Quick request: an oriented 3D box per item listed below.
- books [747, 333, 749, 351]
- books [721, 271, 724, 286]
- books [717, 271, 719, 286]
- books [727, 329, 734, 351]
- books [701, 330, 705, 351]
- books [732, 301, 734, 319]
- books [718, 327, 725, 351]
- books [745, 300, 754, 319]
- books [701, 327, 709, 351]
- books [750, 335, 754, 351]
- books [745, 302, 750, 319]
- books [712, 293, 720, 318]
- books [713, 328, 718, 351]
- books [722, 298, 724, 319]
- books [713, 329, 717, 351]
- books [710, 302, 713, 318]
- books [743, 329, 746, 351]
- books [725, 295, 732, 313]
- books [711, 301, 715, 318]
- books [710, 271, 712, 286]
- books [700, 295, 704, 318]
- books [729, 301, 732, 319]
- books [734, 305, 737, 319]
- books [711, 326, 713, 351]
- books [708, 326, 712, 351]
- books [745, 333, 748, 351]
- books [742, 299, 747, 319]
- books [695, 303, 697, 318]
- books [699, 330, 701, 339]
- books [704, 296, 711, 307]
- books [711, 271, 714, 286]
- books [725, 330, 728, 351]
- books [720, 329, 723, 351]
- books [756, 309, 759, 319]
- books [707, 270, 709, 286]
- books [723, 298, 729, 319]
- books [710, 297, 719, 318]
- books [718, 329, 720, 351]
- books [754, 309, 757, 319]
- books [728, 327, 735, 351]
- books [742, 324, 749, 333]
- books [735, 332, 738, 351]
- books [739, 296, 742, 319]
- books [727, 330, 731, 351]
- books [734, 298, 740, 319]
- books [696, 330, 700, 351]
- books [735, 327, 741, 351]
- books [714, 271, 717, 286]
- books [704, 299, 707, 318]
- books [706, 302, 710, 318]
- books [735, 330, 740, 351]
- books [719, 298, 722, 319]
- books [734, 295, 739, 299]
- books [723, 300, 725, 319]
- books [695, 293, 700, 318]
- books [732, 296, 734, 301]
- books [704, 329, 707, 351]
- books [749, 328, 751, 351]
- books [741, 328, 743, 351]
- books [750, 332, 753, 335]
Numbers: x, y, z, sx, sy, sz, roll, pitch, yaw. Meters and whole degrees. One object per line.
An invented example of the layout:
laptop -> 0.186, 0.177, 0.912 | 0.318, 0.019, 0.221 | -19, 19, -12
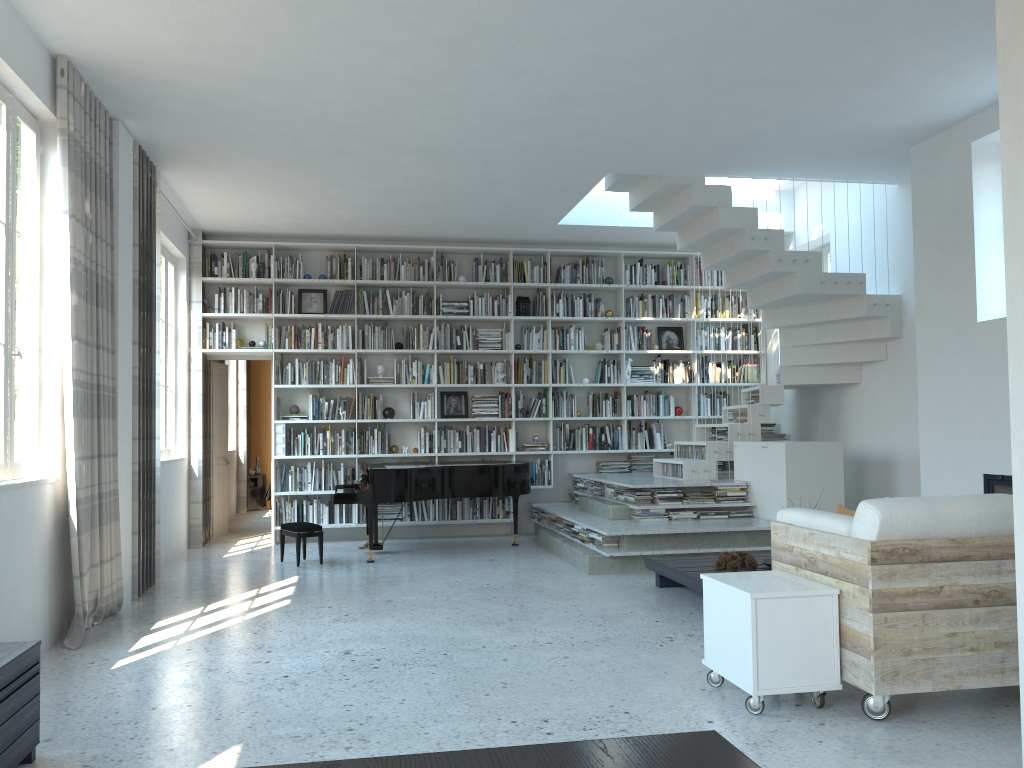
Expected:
books -> 2.709, -0.476, 10.318 | 0.025, 0.220, 0.177 | 0, -3, -11
books -> 2.424, -1.202, 10.302 | 0.026, 0.208, 0.163 | 0, -3, -11
books -> 2.358, -1.222, 10.296 | 0.027, 0.249, 0.154 | 0, -3, -11
books -> 2.523, -0.495, 10.282 | 0.023, 0.258, 0.184 | 0, -3, -11
books -> 2.169, -0.489, 10.202 | 0.023, 0.247, 0.182 | 0, -3, -11
books -> 2.528, -0.839, 10.288 | 0.013, 0.212, 0.187 | 0, -3, -11
books -> 2.413, -0.507, 10.262 | 0.030, 0.283, 0.166 | 0, -3, -11
books -> 2.772, -0.862, 10.354 | 0.029, 0.258, 0.163 | 0, -3, -11
books -> 2.225, -0.508, 10.211 | 0.014, 0.285, 0.185 | 0, -3, -11
books -> 2.763, -0.465, 10.318 | 0.029, 0.195, 0.192 | 0, -3, -11
books -> 2.726, -0.840, 10.334 | 0.023, 0.213, 0.181 | 0, -3, -11
books -> 2.345, -0.884, 10.189 | 0.022, 0.296, 0.152 | 0, -2, -11
books -> 2.339, -0.500, 10.256 | 0.025, 0.270, 0.152 | 0, -3, -11
books -> 2.395, -0.854, 10.207 | 0.012, 0.237, 0.166 | 0, -3, -11
books -> 2.322, -0.495, 10.243 | 0.013, 0.260, 0.158 | 0, -3, -11
books -> 2.260, -0.832, 10.220 | 0.038, 0.199, 0.170 | 0, -3, -11
books -> 2.660, -0.500, 10.302 | 0.028, 0.268, 0.173 | 0, -3, -11
books -> 2.513, -0.879, 10.300 | 0.010, 0.295, 0.165 | 0, -3, -11
books -> 2.297, -0.840, 10.193 | 0.025, 0.211, 0.135 | 0, -3, -11
books -> 2.271, -1.235, 10.276 | 0.027, 0.275, 0.148 | 0, -2, -11
books -> 2.145, -0.867, 10.138 | 0.026, 0.263, 0.189 | 0, -3, -11
books -> 2.499, -0.842, 10.288 | 0.023, 0.220, 0.171 | 0, -3, -11
books -> 2.571, -0.823, 10.320 | 0.034, 0.182, 0.156 | 0, -3, -11
books -> 2.284, -0.511, 10.236 | 0.012, 0.292, 0.165 | 0, -3, -11
books -> 2.265, -0.513, 10.245 | 0.022, 0.297, 0.162 | 0, -2, -11
books -> 2.687, -0.473, 10.305 | 0.025, 0.211, 0.188 | 0, -3, -11
books -> 2.680, -0.860, 10.329 | 0.070, 0.254, 0.154 | 0, -3, -11
books -> 2.075, -0.880, 10.158 | 0.036, 0.293, 0.135 | 0, -2, -11
books -> 2.140, -0.489, 10.225 | 0.026, 0.250, 0.161 | 0, -3, -11
books -> 2.237, -0.866, 10.175 | 0.023, 0.263, 0.158 | 0, -3, -11
books -> 2.296, -1.227, 10.276 | 0.022, 0.259, 0.163 | 0, -3, -11
books -> 2.459, -0.492, 10.285 | 0.012, 0.254, 0.161 | 0, -3, -11
books -> 2.388, -0.497, 10.252 | 0.022, 0.262, 0.172 | 0, -3, -11
books -> 2.834, -0.842, 10.346 | 0.011, 0.216, 0.170 | 0, -3, -11
books -> 2.240, -1.251, 10.261 | 0.012, 0.306, 0.184 | 0, -3, -11
books -> 2.431, -0.855, 10.227 | 0.042, 0.242, 0.248 | 0, -3, -11
books -> 2.324, -0.862, 10.179 | 0.023, 0.253, 0.189 | 0, -3, -11
books -> 2.365, -0.495, 10.250 | 0.024, 0.259, 0.156 | 0, -3, -11
books -> 2.806, -0.856, 10.359 | 0.040, 0.246, 0.160 | 0, -3, -11
books -> 2.552, -0.511, 10.308 | 0.024, 0.291, 0.132 | 0, -2, -11
books -> 2.724, -0.531, 10.339 | 0.013, 0.330, 0.140 | 0, -2, -11
books -> 2.578, -0.483, 10.313 | 0.028, 0.237, 0.146 | 0, -3, -11
books -> 2.633, -0.876, 10.325 | 0.023, 0.287, 0.163 | 0, -3, -11
books -> 2.491, -0.489, 10.270 | 0.045, 0.245, 0.177 | 0, -3, -11
books -> 2.602, -0.863, 10.308 | 0.022, 0.261, 0.160 | 0, -3, -11
books -> 2.123, -0.491, 10.210 | 0.012, 0.254, 0.161 | 0, -3, -11
books -> 2.626, -0.508, 10.303 | 0.012, 0.283, 0.151 | 0, -2, -11
books -> 2.321, -1.230, 10.281 | 0.029, 0.264, 0.179 | 0, -3, -11
books -> 2.180, -0.847, 10.155 | 0.049, 0.223, 0.161 | 0, -3, -11
books -> 2.217, -0.832, 10.155 | 0.024, 0.193, 0.190 | 0, -3, -11
books -> 2.606, -0.492, 10.307 | 0.025, 0.252, 0.160 | 0, -3, -11
books -> 2.378, -0.856, 10.204 | 0.022, 0.242, 0.144 | 0, -3, -11
books -> 2.614, -0.879, 10.333 | 0.011, 0.294, 0.151 | 0, -2, -11
books -> 2.409, -0.847, 10.199 | 0.013, 0.222, 0.174 | 0, -3, -11
books -> 2.102, -0.882, 10.139 | 0.010, 0.294, 0.183 | 0, -3, -11
books -> 2.541, -0.872, 10.317 | 0.024, 0.281, 0.153 | 0, -2, -11
books -> 2.203, -0.493, 10.220 | 0.026, 0.256, 0.173 | 0, -3, -11
books -> 2.739, -0.508, 10.332 | 0.013, 0.283, 0.149 | 0, -2, -11
books -> 2.639, -0.505, 10.301 | 0.013, 0.277, 0.188 | 0, -3, -11
books -> 2.782, -0.480, 10.358 | 0.024, 0.230, 0.131 | 0, -3, -11
